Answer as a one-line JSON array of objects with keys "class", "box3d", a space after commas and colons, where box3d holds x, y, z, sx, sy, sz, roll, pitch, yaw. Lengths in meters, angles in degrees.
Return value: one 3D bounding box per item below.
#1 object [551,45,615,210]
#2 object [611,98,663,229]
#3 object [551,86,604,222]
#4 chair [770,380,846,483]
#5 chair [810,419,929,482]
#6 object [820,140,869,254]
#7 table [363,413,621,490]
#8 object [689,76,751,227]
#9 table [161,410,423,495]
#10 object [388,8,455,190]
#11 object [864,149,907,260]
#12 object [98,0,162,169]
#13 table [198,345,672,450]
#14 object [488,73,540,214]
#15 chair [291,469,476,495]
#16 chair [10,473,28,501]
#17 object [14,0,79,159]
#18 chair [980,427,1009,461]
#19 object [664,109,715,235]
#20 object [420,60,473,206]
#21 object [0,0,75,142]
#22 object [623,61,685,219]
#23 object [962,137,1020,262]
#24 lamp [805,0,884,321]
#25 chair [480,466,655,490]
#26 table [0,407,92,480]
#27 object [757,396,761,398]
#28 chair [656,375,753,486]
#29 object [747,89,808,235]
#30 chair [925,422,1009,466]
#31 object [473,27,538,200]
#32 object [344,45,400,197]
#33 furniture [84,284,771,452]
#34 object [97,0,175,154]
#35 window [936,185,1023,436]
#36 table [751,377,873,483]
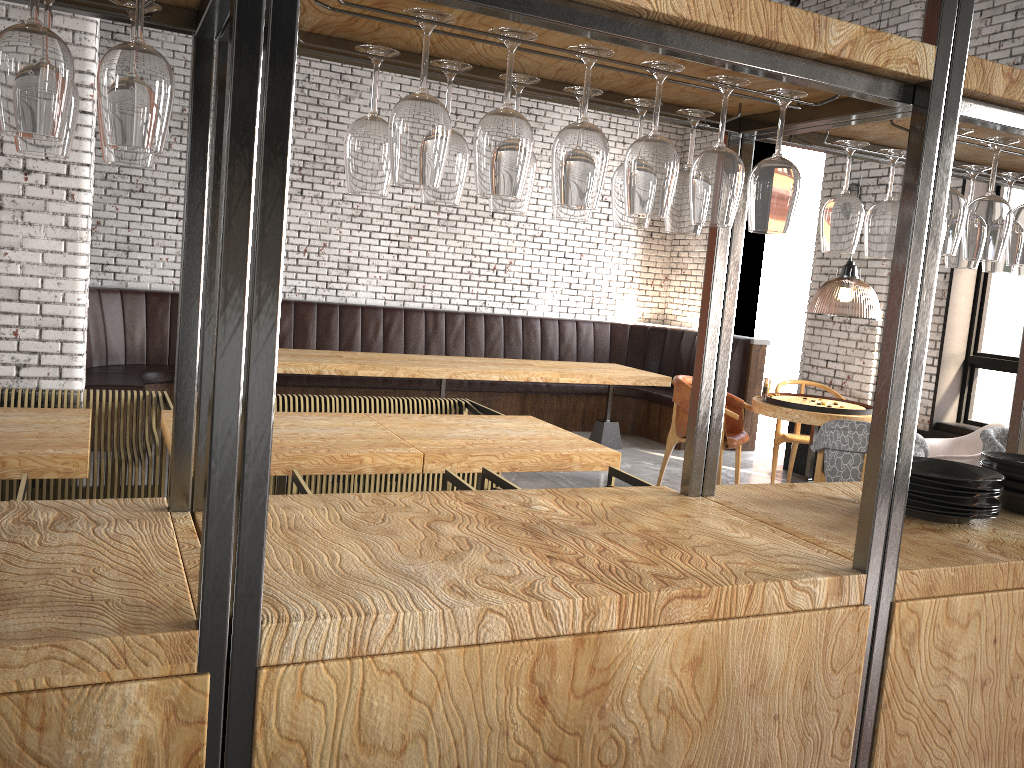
[{"class": "object", "box3d": [0.123, -0.441, 1.540, 0.101, 0.267, 0.101, 4, 6, -11]}, {"class": "object", "box3d": [0.270, -0.474, 1.923, 0.101, 0.267, 0.101, 4, 6, -11]}, {"class": "object", "box3d": [0.137, -0.479, 1.861, 0.101, 0.267, 0.101, 4, 6, -11]}, {"class": "chair", "box3d": [2.417, 0.451, 7.314, 0.612, 0.919, 0.645, 5, 6, 2]}, {"class": "chair", "box3d": [2.093, 0.660, 5.317, 0.682, 0.927, 0.644, 8, 7, 24]}, {"class": "object", "box3d": [0.817, -0.456, 2.180, 0.101, 0.267, 0.101, 6, 6, 6]}, {"class": "table", "box3d": [-0.168, 0.621, 4.530, 0.996, 0.762, 1.002, 2, 7, -25]}, {"class": "object", "box3d": [0.390, -0.432, 1.666, 0.101, 0.267, 0.101, 4, 6, -11]}, {"class": "table", "box3d": [-1.076, 0.591, 4.104, 0.996, 0.762, 1.002, 2, 7, -25]}, {"class": "object", "box3d": [-0.144, -0.450, 1.415, 0.101, 0.267, 0.101, 4, 6, -11]}, {"class": "object", "box3d": [0.951, -0.452, 2.242, 0.101, 0.267, 0.101, 8, 7, 28]}, {"class": "object", "box3d": [-0.641, -0.504, 1.495, 0.101, 0.267, 0.101, 6, 6, 11]}, {"class": "table", "box3d": [-0.634, 0.181, 7.819, 4.134, 0.762, 1.002, 2, 7, -25]}, {"class": "object", "box3d": [0.004, -0.483, 1.798, 0.101, 0.267, 0.101, 4, 6, -11]}, {"class": "chair", "box3d": [-0.479, 0.753, 3.351, 0.657, 0.729, 0.640, 3, 7, -23]}, {"class": "chair", "box3d": [-1.867, 0.709, 2.688, 0.657, 0.729, 0.640, 2, 7, -26]}, {"class": "object", "box3d": [-0.757, -0.508, 1.441, 0.101, 0.267, 0.101, 6, 6, 11]}, {"class": "chair", "box3d": [3.021, 0.755, 5.213, 0.681, 0.927, 0.645, 2, 7, -26]}, {"class": "object", "box3d": [0.395, -0.470, 1.982, 0.101, 0.267, 0.101, 4, 6, -11]}, {"class": "object", "box3d": [-0.130, -0.487, 1.735, 0.101, 0.267, 0.101, 4, 6, -11]}, {"class": "object", "box3d": [-0.638, -0.466, 1.183, 0.101, 0.267, 0.101, 6, 6, 11]}, {"class": "object", "box3d": [0.256, -0.437, 1.603, 0.101, 0.267, 0.101, 4, 6, -11]}, {"class": "object", "box3d": [1.070, -0.410, 1.985, 0.101, 0.267, 0.101, 8, 7, 28]}, {"class": "lamp", "box3d": [2.491, -1.672, 6.255, 0.537, 2.401, 0.537, 7, 6, 16]}, {"class": "chair", "box3d": [0.261, 0.775, 3.714, 0.657, 0.729, 0.640, 2, 7, -24]}, {"class": "table", "box3d": [-2.255, 0.553, 3.550, 0.996, 0.762, 1.002, 2, 7, -25]}, {"class": "object", "box3d": [1.885, 0.097, 6.756, 0.032, 0.010, 0.032, 8, 7, 25]}, {"class": "chair", "box3d": [1.470, 0.420, 6.837, 0.644, 0.927, 0.682, 8, 7, 27]}, {"class": "object", "box3d": [0.515, -0.428, 1.724, 0.101, 0.267, 0.101, 4, 6, -11]}, {"class": "chair", "box3d": [3.042, 0.656, 6.327, 0.803, 0.849, 0.772, 7, 6, 14]}, {"class": "object", "box3d": [-0.010, -0.446, 1.478, 0.101, 0.267, 0.101, 4, 6, -11]}, {"class": "object", "box3d": [-0.263, -0.492, 1.673, 0.101, 0.267, 0.101, 4, 6, -11]}, {"class": "furniture", "box3d": [-0.897, -0.113, 8.439, 6.761, 1.148, 1.922, 2, 7, -25]}, {"class": "object", "box3d": [-0.522, -0.462, 1.238, 0.101, 0.267, 0.101, 6, 6, 11]}, {"class": "window", "box3d": [4.039, -0.846, 6.439, 0.365, 2.691, 1.538, 2, 7, -25]}, {"class": "table", "box3d": [2.226, 0.481, 6.576, 0.933, 0.971, 0.933, 7, 7, 17]}]
